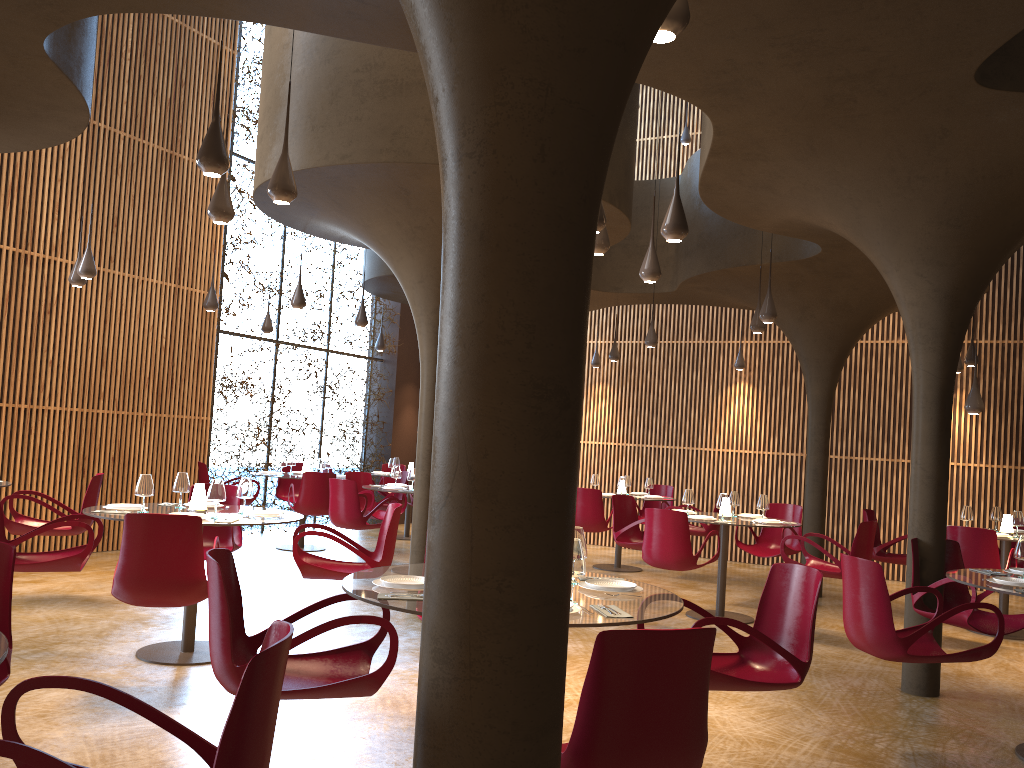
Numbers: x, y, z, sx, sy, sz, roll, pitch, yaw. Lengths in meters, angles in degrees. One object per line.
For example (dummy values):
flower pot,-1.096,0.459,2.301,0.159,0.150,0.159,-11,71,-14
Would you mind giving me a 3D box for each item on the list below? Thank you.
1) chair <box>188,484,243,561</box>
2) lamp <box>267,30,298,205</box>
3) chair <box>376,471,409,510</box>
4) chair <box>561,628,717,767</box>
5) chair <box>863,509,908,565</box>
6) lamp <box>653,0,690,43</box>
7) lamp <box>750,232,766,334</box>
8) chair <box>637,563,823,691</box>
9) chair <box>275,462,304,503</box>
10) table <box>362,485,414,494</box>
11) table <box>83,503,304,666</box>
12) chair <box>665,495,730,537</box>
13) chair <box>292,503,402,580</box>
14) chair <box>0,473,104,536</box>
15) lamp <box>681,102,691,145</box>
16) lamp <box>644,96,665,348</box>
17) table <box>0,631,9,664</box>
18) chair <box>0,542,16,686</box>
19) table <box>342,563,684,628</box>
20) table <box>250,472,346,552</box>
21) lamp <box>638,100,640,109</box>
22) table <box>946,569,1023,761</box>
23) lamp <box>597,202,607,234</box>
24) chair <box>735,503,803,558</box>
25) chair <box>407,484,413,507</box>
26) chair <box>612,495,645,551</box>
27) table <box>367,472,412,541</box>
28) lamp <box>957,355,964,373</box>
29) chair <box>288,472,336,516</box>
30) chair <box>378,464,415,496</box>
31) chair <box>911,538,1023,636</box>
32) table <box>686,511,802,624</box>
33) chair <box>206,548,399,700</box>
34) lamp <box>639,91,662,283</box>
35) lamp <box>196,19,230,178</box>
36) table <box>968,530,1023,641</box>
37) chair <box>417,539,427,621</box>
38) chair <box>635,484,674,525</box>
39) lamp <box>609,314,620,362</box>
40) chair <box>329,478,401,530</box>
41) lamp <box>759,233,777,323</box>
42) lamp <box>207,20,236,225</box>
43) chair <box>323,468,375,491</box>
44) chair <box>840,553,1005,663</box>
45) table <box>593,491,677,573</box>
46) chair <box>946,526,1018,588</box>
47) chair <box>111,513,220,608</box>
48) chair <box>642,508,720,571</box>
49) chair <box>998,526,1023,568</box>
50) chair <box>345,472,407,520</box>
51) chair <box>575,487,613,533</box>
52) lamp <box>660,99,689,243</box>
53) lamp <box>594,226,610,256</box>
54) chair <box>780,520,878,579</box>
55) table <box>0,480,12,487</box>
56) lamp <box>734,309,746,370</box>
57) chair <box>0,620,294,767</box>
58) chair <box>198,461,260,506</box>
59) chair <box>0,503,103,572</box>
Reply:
chair,-2.794,1.259,8.129,0.625,0.635,0.873,4,-3,-8
lamp,-1.323,-4.316,5.941,0.196,6.270,0.196,2,-3,34
chair,-2.069,1.689,14.099,0.873,0.635,0.625,5,-3,-21
chair,0.348,1.138,3.294,0.625,0.635,0.873,5,-3,-21
chair,4.767,1.898,10.910,0.872,0.635,0.626,1,-4,34
lamp,0.557,-1.642,3.176,0.196,0.812,0.196,4,-2,-16
lamp,3.135,-3.735,10.746,0.196,6.270,0.196,5,-2,-26
chair,1.188,1.279,4.699,0.873,0.635,0.625,4,-3,-16
chair,-3.595,1.635,14.697,0.625,0.635,0.873,4,-3,-16
table,-1.224,1.997,12.033,1.674,1.129,1.672,6,-4,-42
table,-2.567,1.598,7.124,1.672,1.129,1.674,4,-3,-8
chair,2.737,1.911,13.022,0.872,0.635,0.626,2,-3,29
chair,-1.363,1.294,7.328,0.873,0.635,0.625,4,-3,-13
chair,-4.592,1.198,8.882,0.873,0.635,0.625,5,-3,-21
lamp,3.189,-5.424,15.995,0.196,2.222,0.196,3,-2,14
lamp,2.189,-3.655,12.875,0.196,6.270,0.196,1,-3,44
table,-2.327,1.303,2.326,1.672,1.129,1.674,4,-3,-3
chair,-2.388,0.987,3.535,0.625,0.635,0.873,4,-3,-8
table,-0.031,1.575,4.383,1.672,1.129,1.674,4,-3,-11
table,-3.235,1.985,13.735,1.673,1.129,1.673,5,-3,-19
lamp,2.060,-5.584,14.574,0.196,2.222,0.196,3,-2,14
table,3.709,1.890,5.726,1.672,1.129,1.674,4,-3,-3
lamp,0.741,-4.172,6.228,0.196,6.270,0.196,3,-2,14
chair,3.232,1.809,10.978,0.625,0.635,0.874,1,-4,39
chair,-1.437,1.776,14.854,0.625,0.635,0.873,5,-3,-21
chair,1.613,1.695,10.732,0.872,0.635,0.626,0,-4,44
table,-1.867,2.215,16.006,1.673,1.129,1.673,5,-3,-19
lamp,7.048,-3.300,13.786,0.196,6.270,0.196,5,-3,-36
chair,-2.805,1.546,12.583,0.625,0.635,0.873,5,-3,-21
chair,-2.226,1.865,16.968,0.625,0.635,0.873,4,-3,-16
chair,3.520,1.562,6.880,0.625,0.635,0.873,4,-3,-14
table,2.394,2.091,10.088,1.674,1.129,1.672,6,-4,-42
chair,-0.982,1.109,4.101,0.873,0.635,0.625,4,-3,-11
lamp,1.403,-4.023,7.911,0.196,6.270,0.196,5,-2,-26
lamp,-1.591,-4.369,5.385,0.196,6.270,0.196,5,-2,-26
table,5.660,2.296,10.185,1.674,1.129,1.672,6,-4,-41
chair,-0.258,1.248,5.570,0.625,0.635,0.873,4,-3,-16
chair,2.327,1.992,14.660,0.625,0.635,0.874,2,-4,29
lamp,1.933,-3.516,15.263,0.196,6.270,0.196,1,-3,44
chair,-1.899,1.507,11.125,0.625,0.635,0.874,2,-4,34
lamp,3.000,-3.801,9.855,0.196,6.270,0.196,5,-2,-26
lamp,-1.955,-4.310,6.635,0.196,6.270,0.196,2,-3,34
chair,-2.910,1.733,15.573,0.873,0.635,0.625,5,-3,-26
chair,2.509,1.418,5.593,0.873,0.635,0.625,4,-3,-9
table,1.654,2.276,13.641,1.671,1.129,1.675,1,-4,38
chair,4.871,1.799,9.274,0.625,0.635,0.874,1,-4,39
chair,-2.299,1.147,5.928,0.625,0.635,0.873,4,-3,-13
chair,1.719,1.601,9.180,0.625,0.635,0.874,2,-4,34
chair,6.318,1.998,10.998,0.625,0.635,0.874,1,-4,44
chair,-2.004,1.601,12.677,0.872,0.635,0.626,0,-4,44
chair,1.149,1.789,12.625,0.625,0.635,0.874,2,-3,24
lamp,1.327,-4.130,6.336,0.196,6.270,0.196,3,-2,14
lamp,0.842,-4.121,6.921,0.196,6.270,0.196,5,-3,-36
chair,3.352,1.708,9.295,0.872,0.635,0.626,1,-4,39
table,-5.780,1.489,8.463,1.673,1.129,1.673,4,-3,-16
lamp,4.122,-3.372,15.434,0.196,6.270,0.196,1,-3,44
chair,-1.077,0.998,2.471,0.873,0.635,0.625,4,-3,-8
chair,-4.279,1.503,13.302,0.873,0.635,0.625,5,-3,-26
chair,-3.662,1.123,6.840,0.873,0.635,0.625,5,-3,-18
